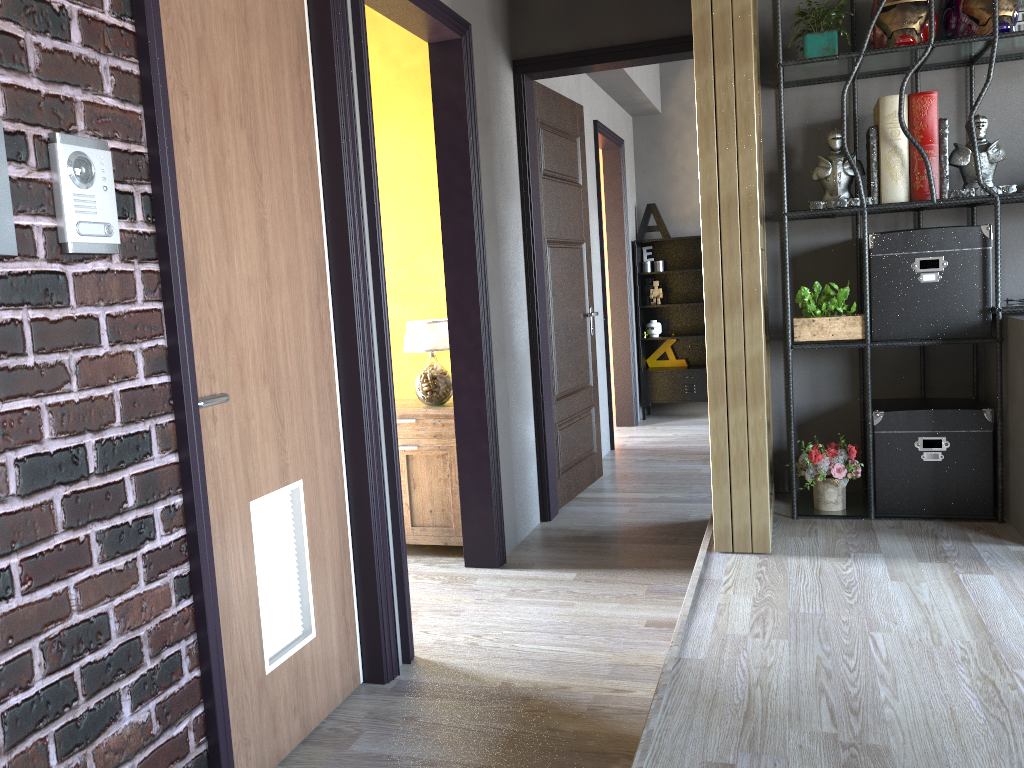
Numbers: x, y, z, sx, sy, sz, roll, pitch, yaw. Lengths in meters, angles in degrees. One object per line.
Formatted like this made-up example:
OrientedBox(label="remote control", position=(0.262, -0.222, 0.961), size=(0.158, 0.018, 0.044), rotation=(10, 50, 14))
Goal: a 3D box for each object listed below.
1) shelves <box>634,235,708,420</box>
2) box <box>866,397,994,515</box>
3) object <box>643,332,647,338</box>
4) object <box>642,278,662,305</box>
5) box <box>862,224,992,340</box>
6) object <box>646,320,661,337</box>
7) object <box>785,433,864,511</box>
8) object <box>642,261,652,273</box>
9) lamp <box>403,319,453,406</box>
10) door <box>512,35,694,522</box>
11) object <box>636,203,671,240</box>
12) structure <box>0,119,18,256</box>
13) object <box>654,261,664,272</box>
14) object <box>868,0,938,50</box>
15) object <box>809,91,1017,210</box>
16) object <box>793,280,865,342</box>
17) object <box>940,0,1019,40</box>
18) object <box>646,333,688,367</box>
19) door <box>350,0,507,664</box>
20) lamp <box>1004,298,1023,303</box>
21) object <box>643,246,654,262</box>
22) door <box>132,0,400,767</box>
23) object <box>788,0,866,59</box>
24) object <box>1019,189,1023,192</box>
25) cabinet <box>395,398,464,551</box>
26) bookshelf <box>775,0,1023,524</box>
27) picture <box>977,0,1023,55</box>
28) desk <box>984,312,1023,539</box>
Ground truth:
OrientedBox(label="shelves", position=(1.658, -0.525, 8.277), size=(0.911, 1.675, 0.354), rotation=(-2, 6, 18))
OrientedBox(label="box", position=(1.910, 0.319, 4.080), size=(0.489, 0.480, 0.374), rotation=(-2, 6, 18))
OrientedBox(label="object", position=(1.245, -0.462, 8.319), size=(0.031, 0.054, 0.042), rotation=(-7, 7, -27))
OrientedBox(label="object", position=(1.322, -0.874, 8.350), size=(0.190, 0.254, 0.129), rotation=(-2, 6, 16))
OrientedBox(label="box", position=(1.861, -0.460, 4.002), size=(0.489, 0.480, 0.374), rotation=(-2, 6, 18))
OrientedBox(label="object", position=(1.339, -0.522, 8.367), size=(0.139, 0.162, 0.139), rotation=(-5, 6, -17))
OrientedBox(label="object", position=(1.456, 0.402, 4.139), size=(0.345, 0.362, 0.332), rotation=(-1, 6, 21))
OrientedBox(label="object", position=(1.281, -1.111, 8.429), size=(0.095, 0.101, 0.095), rotation=(1, 8, 40))
OrientedBox(label="lamp", position=(-0.397, 0.188, 4.613), size=(0.291, 1.043, 0.441), rotation=(-5, 6, -9))
OrientedBox(label="door", position=(0.778, -0.566, 5.262), size=(1.149, 2.540, 1.130), rotation=(-2, 6, 18))
OrientedBox(label="object", position=(1.332, -1.536, 8.405), size=(0.343, 0.344, 0.057), rotation=(-2, 6, 18))
OrientedBox(label="structure", position=(-0.960, -0.287, 1.518), size=(0.068, 0.370, 0.280), rotation=(-2, 6, 18))
OrientedBox(label="object", position=(1.390, -1.114, 8.394), size=(0.095, 0.101, 0.095), rotation=(1, 8, 40))
OrientedBox(label="object", position=(1.708, -1.603, 3.880), size=(0.280, 0.327, 0.400), rotation=(-1, 7, 23))
OrientedBox(label="object", position=(1.759, -1.035, 3.961), size=(0.833, 0.465, 0.290), rotation=(-2, 6, 18))
OrientedBox(label="object", position=(1.424, -0.333, 3.989), size=(0.304, 0.265, 0.181), rotation=(-2, 6, 18))
OrientedBox(label="object", position=(2.012, -1.611, 3.784), size=(0.280, 0.327, 0.400), rotation=(-3, 6, 8))
OrientedBox(label="object", position=(1.482, -0.323, 8.502), size=(0.393, 0.320, 0.057), rotation=(-2, 6, 18))
OrientedBox(label="door", position=(-0.800, -0.301, 3.809), size=(1.098, 2.540, 1.151), rotation=(-2, 6, 18))
OrientedBox(label="lamp", position=(2.541, -0.549, 3.805), size=(0.740, 0.370, 0.205), rotation=(2, 8, 42))
OrientedBox(label="object", position=(1.299, -1.238, 8.453), size=(0.107, 0.151, 0.055), rotation=(-2, 6, 18))
OrientedBox(label="door", position=(-0.728, -0.163, 2.567), size=(0.219, 2.536, 1.004), rotation=(-2, 6, 18))
OrientedBox(label="object", position=(1.385, -1.598, 3.998), size=(0.324, 0.339, 0.295), rotation=(-7, 7, -26))
OrientedBox(label="object", position=(2.185, -0.904, 3.728), size=(0.093, 0.200, 0.093), rotation=(-2, 6, 13))
OrientedBox(label="cabinet", position=(-0.839, 0.485, 4.783), size=(1.432, 0.749, 0.409), rotation=(-2, 6, 18))
OrientedBox(label="bookshelf", position=(3.381, -1.088, 3.461), size=(4.482, 3.278, 0.527), rotation=(-2, 6, 18))
OrientedBox(label="picture", position=(2.379, -1.755, 3.928), size=(0.749, 0.502, 0.058), rotation=(-2, 6, 18))
OrientedBox(label="desk", position=(3.137, 0.121, 3.500), size=(2.129, 0.884, 0.846), rotation=(-2, 6, 18))
